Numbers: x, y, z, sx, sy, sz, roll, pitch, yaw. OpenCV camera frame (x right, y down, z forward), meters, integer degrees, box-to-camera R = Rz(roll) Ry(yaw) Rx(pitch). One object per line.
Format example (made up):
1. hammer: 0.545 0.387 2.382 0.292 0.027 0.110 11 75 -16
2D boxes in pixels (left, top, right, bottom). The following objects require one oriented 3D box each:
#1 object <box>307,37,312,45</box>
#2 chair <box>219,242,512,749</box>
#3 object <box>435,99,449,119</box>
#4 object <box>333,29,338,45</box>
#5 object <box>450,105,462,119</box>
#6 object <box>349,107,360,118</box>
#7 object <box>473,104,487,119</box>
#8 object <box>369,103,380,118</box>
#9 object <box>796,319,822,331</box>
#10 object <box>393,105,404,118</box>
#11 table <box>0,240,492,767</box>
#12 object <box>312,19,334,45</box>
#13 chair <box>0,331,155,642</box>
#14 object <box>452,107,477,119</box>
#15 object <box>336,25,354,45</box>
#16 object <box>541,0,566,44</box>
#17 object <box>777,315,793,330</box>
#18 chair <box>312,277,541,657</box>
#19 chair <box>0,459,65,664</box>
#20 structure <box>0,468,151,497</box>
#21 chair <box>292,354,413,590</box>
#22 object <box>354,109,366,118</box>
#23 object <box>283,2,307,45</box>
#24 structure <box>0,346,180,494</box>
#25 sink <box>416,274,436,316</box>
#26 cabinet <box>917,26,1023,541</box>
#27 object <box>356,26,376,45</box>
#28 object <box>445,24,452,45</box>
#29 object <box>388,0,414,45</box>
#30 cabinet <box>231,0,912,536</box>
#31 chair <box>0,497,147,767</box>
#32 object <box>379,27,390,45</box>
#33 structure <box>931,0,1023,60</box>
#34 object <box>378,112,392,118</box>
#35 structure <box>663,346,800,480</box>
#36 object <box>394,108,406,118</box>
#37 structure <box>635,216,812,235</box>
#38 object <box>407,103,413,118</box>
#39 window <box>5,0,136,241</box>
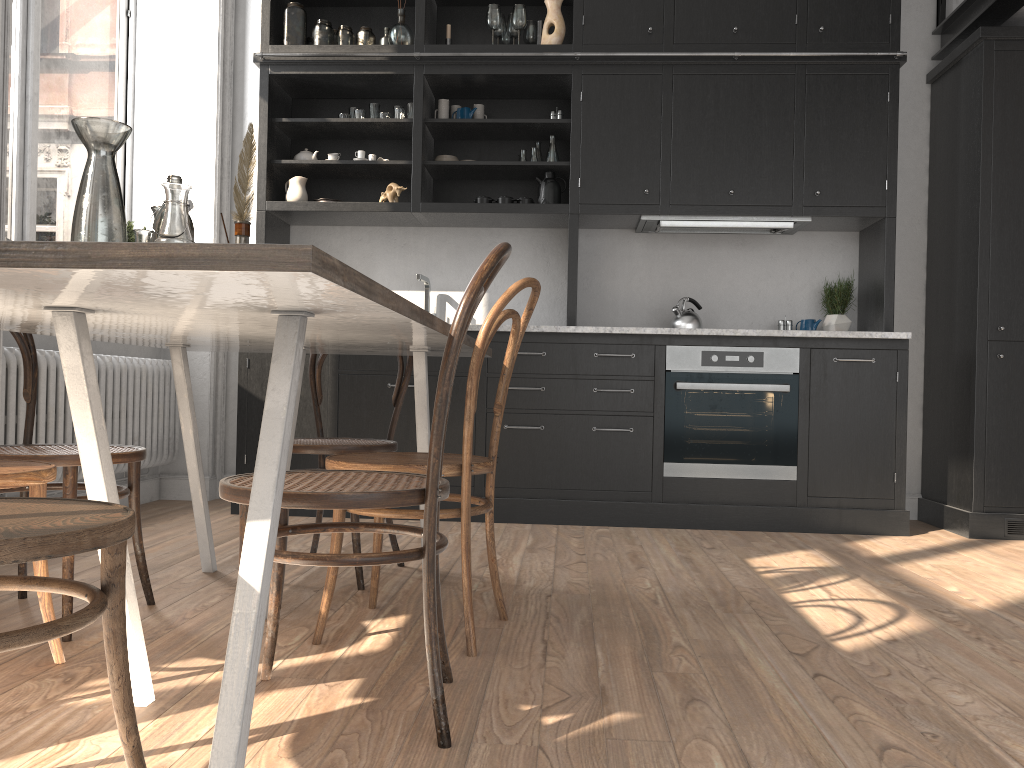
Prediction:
1. object: -1.088 -1.809 4.859 0.114 0.155 0.114 1 0 -41
2. chair: -0.285 0.179 1.729 0.549 0.920 0.438 1 0 -1
3. object: -0.367 -1.426 4.687 0.059 0.135 0.082 1 0 -28
4. object: -0.963 -1.816 4.801 0.092 0.184 0.092 1 0 -31
5. object: -0.308 -1.425 4.767 0.059 0.135 0.082 1 0 32
6. object: -0.847 -1.423 4.756 0.060 0.107 0.060 1 0 -29
7. object: -0.169 -1.422 4.751 0.082 0.135 0.059 1 0 -13
8. object: -0.727 -1.421 4.681 0.060 0.107 0.060 1 0 31
9. object: 1.548 -0.289 4.629 0.082 0.093 0.140 1 0 -6
10. object: -0.605 -1.418 4.716 0.060 0.107 0.060 1 0 -24
11. table: -0.698 0.242 2.068 1.100 0.780 2.200 1 0 4
12. object: -0.986 -1.809 4.630 0.114 0.155 0.114 1 0 7
13. chair: -1.264 0.162 2.372 0.549 0.920 0.438 1 0 11
14. object: -0.252 -1.403 4.674 0.082 0.093 0.140 1 0 -31
15. object: -0.881 -1.803 4.678 0.096 0.150 0.096 1 0 -8
16. object: 0.214 -1.837 4.531 0.094 0.267 0.116 1 0 -44
17. object: 1.435 -0.302 4.659 0.080 0.116 0.040 1 0 9
18. chair: -0.211 0.186 2.310 0.549 0.920 0.438 1 0 15
19. chair: -1.222 0.158 1.795 0.549 0.920 0.438 1 0 2
20. structure: -1.897 -1.632 2.093 0.340 4.474 5.182 1 0 4
21. chair: -0.589 0.184 3.035 0.438 0.920 0.549 1 0 16
22. object: -0.801 -1.404 4.673 0.064 0.069 0.064 2 0 -39
23. object: -1.129 -1.853 4.620 0.118 0.238 0.118 1 0 -11
24. structure: -1.894 0.140 3.936 0.194 0.552 1.577 1 0 4
25. sink: -0.482 -0.325 4.604 0.526 0.504 0.514 1 0 4
26. cabinet: 2.856 -0.450 4.362 1.401 2.371 0.633 1 0 4
27. object: -0.787 -1.817 4.768 0.092 0.184 0.092 1 0 18
28. object: -0.331 -1.796 4.622 0.123 0.161 0.123 1 0 12
29. object: -0.570 -1.900 4.575 0.134 0.357 0.134 1 0 -41
30. cabinet: 0.297 -1.113 4.526 3.250 3.583 0.635 1 0 4
31. chair: -0.735 0.163 1.093 0.438 0.920 0.549 1 0 12
32. object: -0.672 -1.814 4.755 0.082 0.185 0.082 1 0 4
33. structure: 4.130 -2.315 1.633 4.158 1.213 5.927 1 -1 4
34. object: -0.665 -1.390 4.650 0.071 0.047 0.071 1 -1 41
35. structure: 1.054 0.138 4.467 0.622 0.623 0.618 1 0 4
36. object: -0.588 -1.399 4.641 0.064 0.069 0.064 1 0 -4
37. structure: 1.079 -0.838 4.605 0.843 0.123 0.379 1 0 4
38. object: -0.525 -1.417 4.664 0.060 0.107 0.060 1 0 -19
39. window: -4.665 -6.144 10.460 26.397 15.935 14.385 1 0 4
